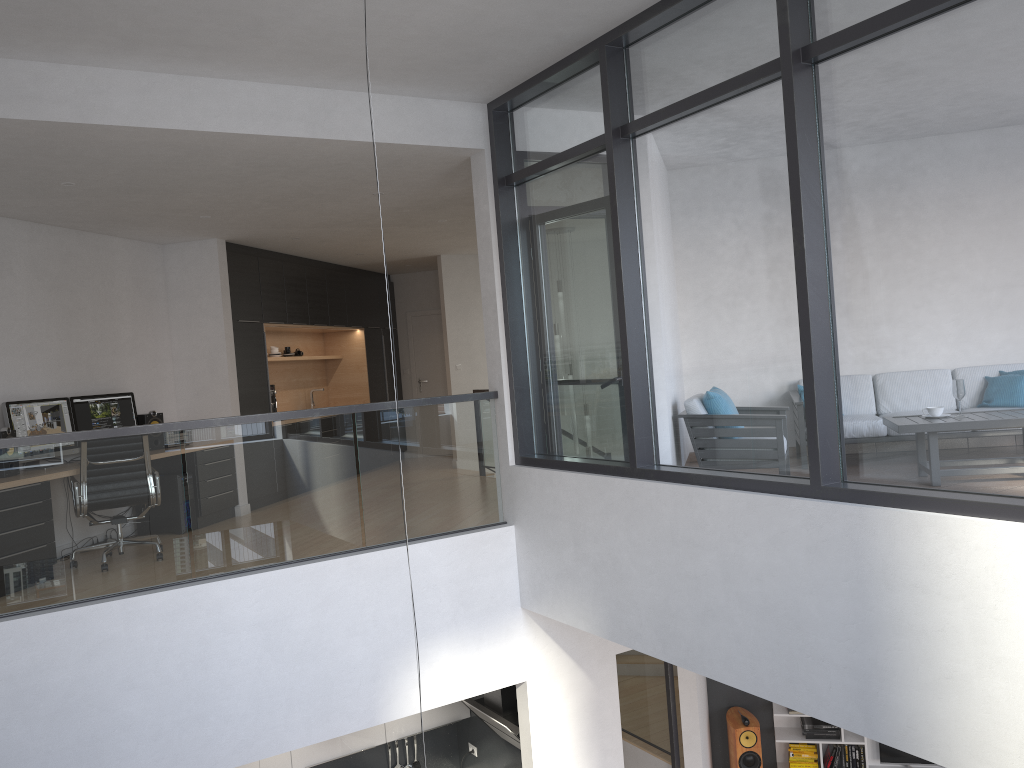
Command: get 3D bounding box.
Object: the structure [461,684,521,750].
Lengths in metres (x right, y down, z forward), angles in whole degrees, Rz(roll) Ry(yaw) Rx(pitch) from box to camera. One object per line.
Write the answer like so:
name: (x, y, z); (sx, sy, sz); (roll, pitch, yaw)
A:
structure: (-0.063, 2.470, 7.049); (0.407, 0.998, 0.898); (-5, 2, -31)

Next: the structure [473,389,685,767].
structure: (1.470, 2.098, 10.020); (2.823, 4.339, 4.190); (-5, 2, -31)

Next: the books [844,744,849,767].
books: (3.177, 3.536, 8.444); (0.034, 0.314, 0.237); (-4, 1, 14)

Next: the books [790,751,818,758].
books: (2.815, 3.545, 8.557); (0.250, 0.035, 0.185); (-4, 1, 17)

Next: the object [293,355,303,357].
object: (-2.645, -0.345, 10.952); (0.145, 0.025, 0.145); (-4, 1, 17)

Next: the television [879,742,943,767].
television: (4.000, 3.279, 8.262); (1.102, 0.704, 0.207); (-4, 1, 14)

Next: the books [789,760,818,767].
books: (2.810, 3.677, 8.548); (0.269, 0.025, 0.213); (-4, 1, 17)

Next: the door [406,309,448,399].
door: (-0.993, -0.017, 12.874); (0.974, 2.136, 0.085); (-4, 1, 14)

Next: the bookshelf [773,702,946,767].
bookshelf: (3.967, 3.110, 8.150); (3.000, 2.052, 0.455); (-4, 1, 14)

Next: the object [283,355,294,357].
object: (-2.689, -0.334, 10.671); (0.145, 0.025, 0.145); (-4, 2, 28)

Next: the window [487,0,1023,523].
window: (1.281, -0.712, 3.792); (0.170, 2.402, 5.002); (-5, 2, -31)

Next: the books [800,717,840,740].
books: (2.950, 3.288, 8.508); (0.343, 0.137, 0.277); (-4, 1, 14)

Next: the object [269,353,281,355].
object: (-2.759, -0.345, 10.316); (0.145, 0.025, 0.145); (-4, 1, 1)

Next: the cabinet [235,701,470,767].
cabinet: (-1.913, 3.396, 6.103); (4.694, 2.501, 2.402); (-5, 2, -31)

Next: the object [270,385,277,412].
object: (-2.730, 0.212, 9.797); (0.584, 0.398, 0.618); (-4, 1, 14)

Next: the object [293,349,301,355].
object: (-2.658, -0.387, 10.928); (0.100, 0.093, 0.066); (-4, 2, 29)

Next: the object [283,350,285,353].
object: (-2.742, -0.367, 10.808); (0.084, 0.092, 0.066); (-4, 1, 20)

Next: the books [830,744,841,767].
books: (3.082, 3.555, 8.461); (0.100, 0.289, 0.210); (-4, 1, 13)

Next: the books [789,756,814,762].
books: (2.793, 3.596, 8.548); (0.228, 0.024, 0.152); (-4, 1, 18)

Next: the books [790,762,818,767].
books: (2.810, 3.642, 8.552); (0.255, 0.044, 0.198); (-4, 1, 14)

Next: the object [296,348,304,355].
object: (-2.635, -0.396, 10.986); (0.100, 0.093, 0.066); (-4, 2, 24)

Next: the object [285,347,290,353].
object: (-2.696, -0.400, 10.663); (0.066, 0.092, 0.084); (-5, 1, -17)

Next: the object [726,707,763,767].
object: (2.261, 3.716, 8.619); (0.290, 1.088, 0.434); (-5, 1, -1)

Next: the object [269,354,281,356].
object: (-2.759, -0.331, 10.319); (0.145, 0.025, 0.145); (-4, 1, 1)

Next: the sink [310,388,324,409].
sink: (-2.345, 0.312, 11.281); (0.512, 0.518, 0.626); (-4, 1, 14)

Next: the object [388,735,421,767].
object: (-0.984, 3.359, 8.013); (0.320, 0.389, 0.069); (-5, 2, -30)

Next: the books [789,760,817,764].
books: (2.809, 3.612, 8.566); (0.263, 0.015, 0.198); (-4, 1, 17)

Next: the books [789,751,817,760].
books: (2.808, 3.573, 8.562); (0.251, 0.019, 0.180); (-4, 1, 14)

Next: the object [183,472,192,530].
object: (-3.104, 1.072, 7.953); (0.474, 0.527, 0.215); (-4, 1, 14)

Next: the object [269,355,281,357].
object: (-2.757, -0.320, 10.317); (0.145, 0.025, 0.145); (-4, 1, 1)

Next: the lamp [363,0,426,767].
lamp: (-0.326, 0.500, 2.770); (1.000, 4.513, 1.000); (-5, 2, -29)

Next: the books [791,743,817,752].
books: (2.813, 3.492, 8.553); (0.234, 0.024, 0.171); (-4, 1, 18)

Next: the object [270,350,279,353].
object: (-2.763, -0.369, 10.319); (0.095, 0.057, 0.099); (-5, 1, -14)

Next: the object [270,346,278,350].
object: (-2.765, -0.403, 10.315); (0.098, 0.075, 0.095); (-4, 2, 26)

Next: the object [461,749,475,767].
object: (-0.295, 3.471, 7.755); (0.179, 0.318, 0.590); (-5, 2, -24)

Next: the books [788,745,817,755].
books: (2.807, 3.516, 8.560); (0.238, 0.023, 0.167); (-4, 2, 30)

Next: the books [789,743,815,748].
books: (2.807, 3.467, 8.578); (0.234, 0.024, 0.171); (-4, 1, 18)

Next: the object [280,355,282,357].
object: (-2.807, -0.322, 10.553); (0.145, 0.025, 0.145); (-4, 2, 28)

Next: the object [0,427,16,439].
object: (-3.718, 0.495, 6.367); (0.249, 0.354, 0.198); (-5, 1, -1)

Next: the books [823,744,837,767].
books: (3.037, 3.560, 8.491); (0.142, 0.284, 0.232); (-4, 1, 14)

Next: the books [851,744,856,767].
books: (3.238, 3.531, 8.432); (0.034, 0.315, 0.239); (-4, 1, 14)

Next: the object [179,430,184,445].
object: (-3.183, 0.495, 8.277); (0.270, 0.174, 0.285); (-4, 2, 29)

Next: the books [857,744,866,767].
books: (3.308, 3.535, 8.409); (0.051, 0.297, 0.230); (-4, 1, 14)

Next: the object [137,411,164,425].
object: (-3.310, 0.422, 8.038); (0.249, 0.354, 0.198); (-4, 2, 29)

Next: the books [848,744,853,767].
books: (3.209, 3.528, 8.439); (0.026, 0.326, 0.237); (-4, 1, 14)

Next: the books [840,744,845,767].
books: (3.145, 3.546, 8.447); (0.028, 0.301, 0.213); (-4, 1, 14)

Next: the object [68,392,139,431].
object: (-3.477, 0.356, 7.563); (0.190, 0.535, 0.716); (-4, 1, 19)

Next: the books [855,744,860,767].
books: (3.270, 3.549, 8.418); (0.028, 0.272, 0.200); (-4, 1, 14)

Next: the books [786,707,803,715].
books: (2.743, 3.105, 8.519); (0.209, 0.030, 0.266); (-4, 1, 8)
